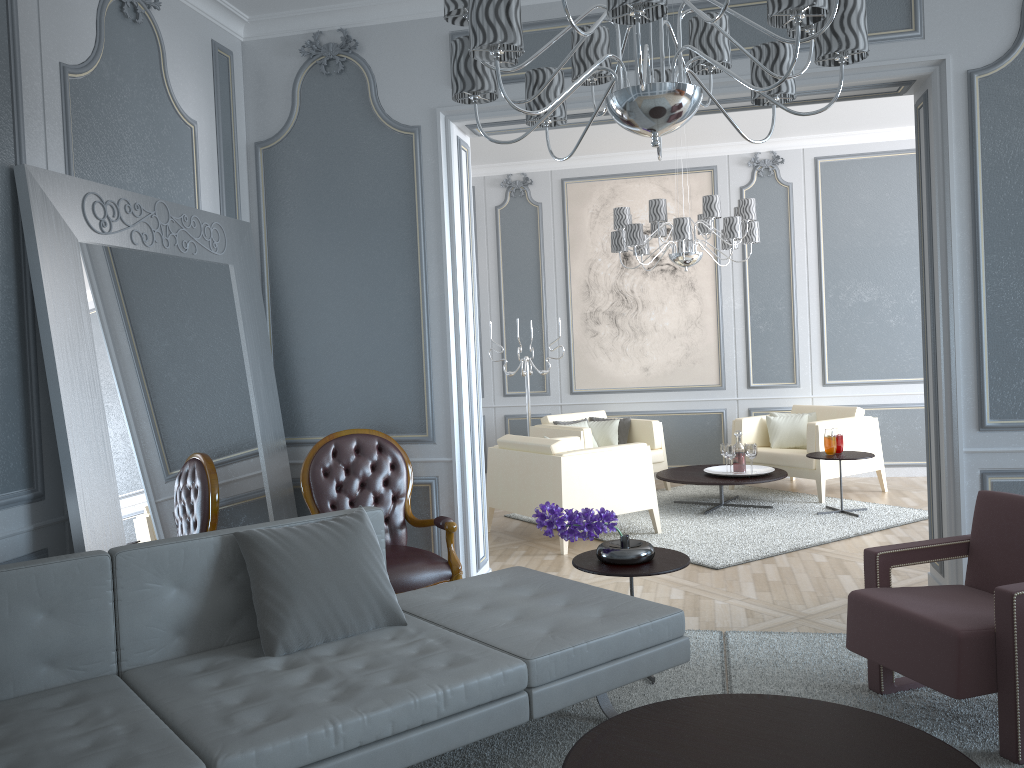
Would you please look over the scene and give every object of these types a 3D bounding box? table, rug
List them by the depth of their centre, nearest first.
[{"bbox_3d":[0.546,0.937,1.860,0.882,0.239,0.883,-1,3,30],"label":"table"},{"bbox_3d":[0.494,1.051,1.919,2.018,0.010,3.206,-2,2,12],"label":"rug"},{"bbox_3d":[0.427,0.810,3.136,0.414,0.385,0.414,-3,2,0],"label":"table"},{"bbox_3d":[2.111,0.644,5.688,0.414,0.385,0.414,-4,2,-30],"label":"table"},{"bbox_3d":[1.328,0.861,5.832,2.001,0.010,2.000,-4,3,-33],"label":"rug"},{"bbox_3d":[1.443,0.730,6.109,0.882,0.239,0.883,-2,2,10],"label":"table"}]

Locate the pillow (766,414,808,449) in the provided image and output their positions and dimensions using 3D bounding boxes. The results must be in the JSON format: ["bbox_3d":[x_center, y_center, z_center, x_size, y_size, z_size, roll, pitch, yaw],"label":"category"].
[{"bbox_3d":[2.080,0.357,6.659,0.312,0.245,0.163,-2,2,6],"label":"pillow"}]

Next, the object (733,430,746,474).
[{"bbox_3d":[1.543,0.461,6.031,0.086,0.290,0.086,-2,2,33],"label":"object"}]

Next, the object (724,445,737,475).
[{"bbox_3d":[1.473,0.513,5.976,0.080,0.196,0.080,-2,1,15],"label":"object"}]

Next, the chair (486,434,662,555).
[{"bbox_3d":[0.351,0.613,5.466,0.737,0.620,0.855,-4,2,-33],"label":"chair"}]

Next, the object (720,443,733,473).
[{"bbox_3d":[1.471,0.509,6.074,0.080,0.196,0.080,-3,1,-5],"label":"object"}]

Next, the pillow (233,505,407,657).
[{"bbox_3d":[-0.536,0.562,2.510,0.422,0.354,0.253,-4,2,-40],"label":"pillow"}]

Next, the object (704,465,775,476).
[{"bbox_3d":[1.542,0.595,6.025,0.468,0.028,0.468,-2,2,25],"label":"object"}]

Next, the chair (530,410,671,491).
[{"bbox_3d":[0.661,0.543,6.905,0.855,0.620,0.737,-4,2,-33],"label":"chair"}]

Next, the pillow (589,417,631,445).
[{"bbox_3d":[0.757,0.402,7.022,0.351,0.276,0.184,-2,2,28],"label":"pillow"}]

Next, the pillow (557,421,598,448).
[{"bbox_3d":[0.512,0.419,6.845,0.312,0.245,0.163,-4,2,-44],"label":"pillow"}]

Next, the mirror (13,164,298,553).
[{"bbox_3d":[-1.232,0.179,3.417,0.251,1.792,1.401,-2,2,12],"label":"mirror"}]

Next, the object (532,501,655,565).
[{"bbox_3d":[0.293,0.514,3.095,0.425,0.221,0.206,-3,2,-18],"label":"object"}]

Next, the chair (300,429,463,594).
[{"bbox_3d":[-0.569,0.616,3.706,0.573,0.828,0.575,-3,2,-28],"label":"chair"}]

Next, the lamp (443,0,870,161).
[{"bbox_3d":[0.318,-1.132,2.137,0.976,1.119,0.977,-3,2,0],"label":"lamp"}]

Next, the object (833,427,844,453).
[{"bbox_3d":[2.114,0.366,5.760,0.075,0.165,0.075,-3,2,-29],"label":"object"}]

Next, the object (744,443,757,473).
[{"bbox_3d":[1.630,0.503,6.049,0.080,0.196,0.080,-3,1,-5],"label":"object"}]

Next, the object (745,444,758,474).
[{"bbox_3d":[1.613,0.507,5.967,0.080,0.196,0.080,-3,1,-5],"label":"object"}]

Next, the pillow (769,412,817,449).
[{"bbox_3d":[2.137,0.353,6.726,0.351,0.276,0.184,-2,2,18],"label":"pillow"}]

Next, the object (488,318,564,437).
[{"bbox_3d":[0.132,0.173,7.159,0.447,1.385,0.446,-3,2,-33],"label":"object"}]

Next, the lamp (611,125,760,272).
[{"bbox_3d":[1.154,-1.321,6.016,0.976,1.119,0.977,-3,2,0],"label":"lamp"}]

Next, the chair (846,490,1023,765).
[{"bbox_3d":[1.379,0.671,2.625,0.606,0.620,0.576,-3,2,-18],"label":"chair"}]

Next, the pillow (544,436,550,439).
[{"bbox_3d":[0.243,0.483,5.551,0.182,0.285,0.361,-2,2,18],"label":"pillow"}]

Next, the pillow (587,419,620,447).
[{"bbox_3d":[0.689,0.407,6.965,0.312,0.245,0.163,-2,2,16],"label":"pillow"}]

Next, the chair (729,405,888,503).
[{"bbox_3d":[2.168,0.488,6.578,0.737,0.620,0.855,-4,2,-33],"label":"chair"}]

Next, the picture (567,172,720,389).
[{"bbox_3d":[1.092,-0.850,7.438,1.199,1.750,0.001,-2,1,12],"label":"picture"}]

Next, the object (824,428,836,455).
[{"bbox_3d":[2.047,0.371,5.705,0.075,0.165,0.075,-3,1,1],"label":"object"}]

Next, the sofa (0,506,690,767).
[{"bbox_3d":[-0.597,0.748,2.239,2.205,0.667,0.810,-4,2,-38],"label":"sofa"}]

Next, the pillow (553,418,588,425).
[{"bbox_3d":[0.498,0.417,6.932,0.351,0.276,0.184,-4,2,-32],"label":"pillow"}]
